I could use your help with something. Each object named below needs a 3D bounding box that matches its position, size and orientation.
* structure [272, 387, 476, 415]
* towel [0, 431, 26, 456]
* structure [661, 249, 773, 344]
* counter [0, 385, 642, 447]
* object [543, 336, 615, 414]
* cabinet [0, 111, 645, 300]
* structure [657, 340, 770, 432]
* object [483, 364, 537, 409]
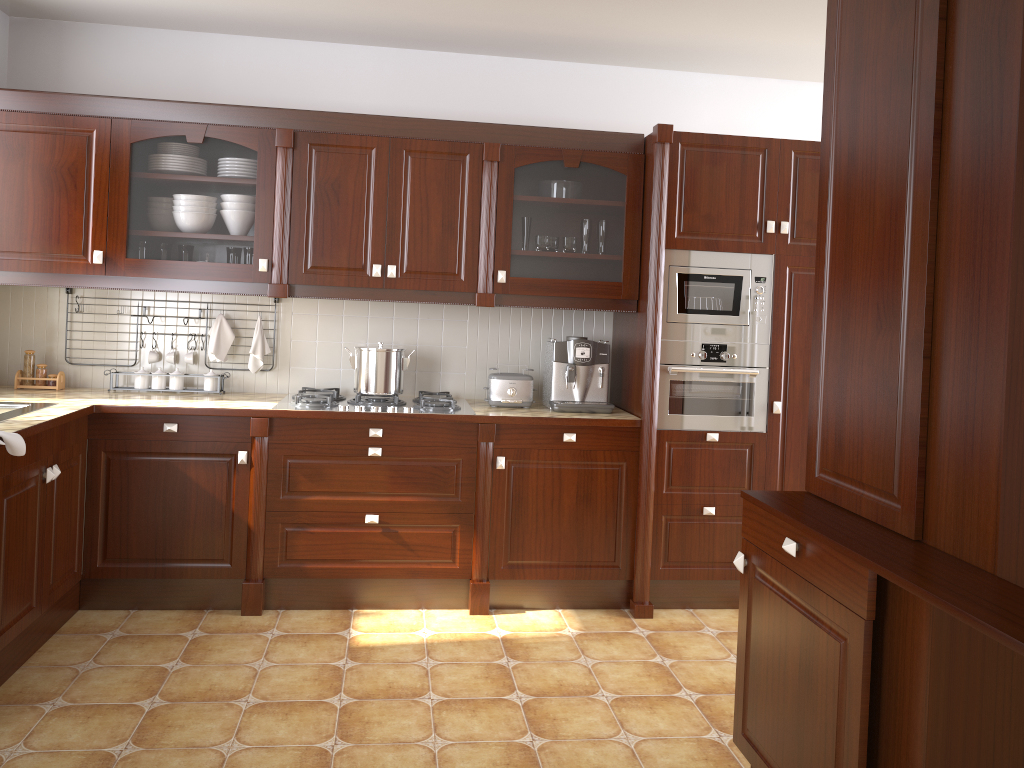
[{"bbox_3d":[-0.584,0.067,3.825,0.815,0.046,0.592,2,5,-8],"label":"structure"},{"bbox_3d":[-1.563,0.166,2.491,0.343,0.097,0.331,-2,6,-45],"label":"towel"},{"bbox_3d":[0.848,-0.384,3.907,0.494,0.385,0.317,2,2,-8],"label":"structure"},{"bbox_3d":[-0.793,0.148,3.185,2.781,0.032,1.831,2,5,-8],"label":"counter"},{"bbox_3d":[0.298,-0.047,3.955,0.274,0.321,0.324,2,3,-8],"label":"object"},{"bbox_3d":[-0.730,-0.681,2.980,2.779,0.778,1.373,2,4,-8],"label":"cabinet"},{"bbox_3d":[0.853,0.010,3.754,0.494,0.375,0.041,2,0,-8],"label":"structure"},{"bbox_3d":[-0.006,0.008,3.925,0.243,0.188,0.141,2,2,-7],"label":"object"}]
